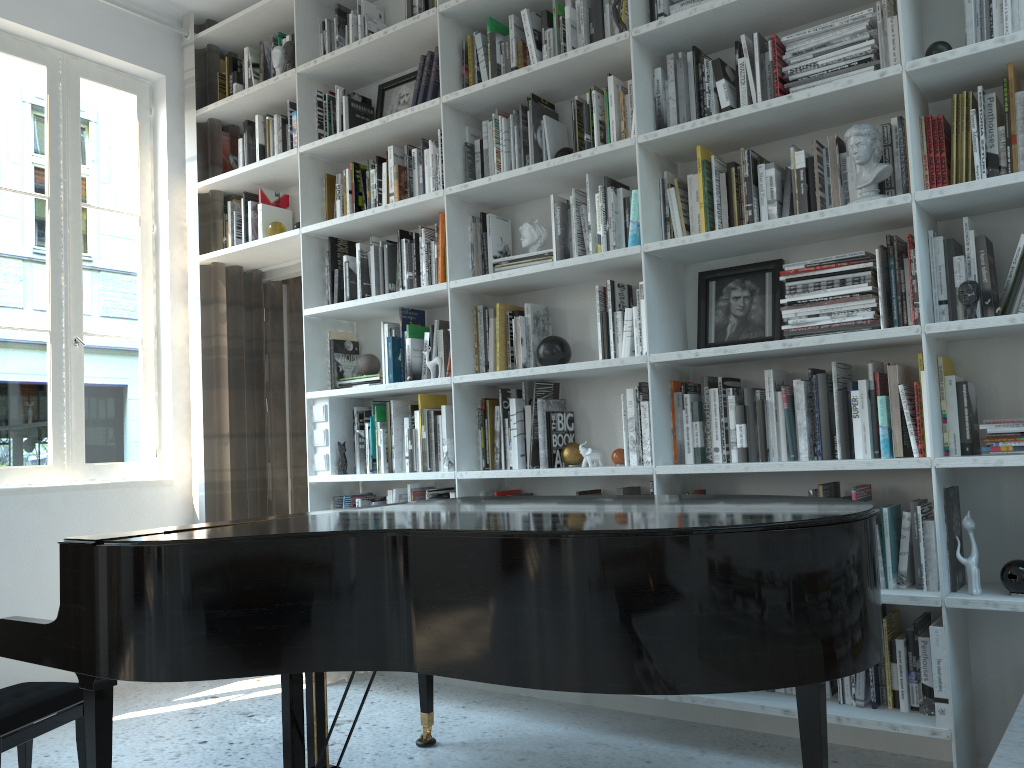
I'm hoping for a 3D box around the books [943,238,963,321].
[{"bbox_3d":[1.292,-0.286,2.580,0.028,0.252,0.142,-5,-5,36],"label":"books"}]

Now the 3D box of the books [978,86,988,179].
[{"bbox_3d":[1.355,-0.682,2.531,0.019,0.294,0.163,-5,-5,36],"label":"books"}]

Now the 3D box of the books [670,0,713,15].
[{"bbox_3d":[0.706,-1.272,3.032,0.285,0.012,0.159,-5,-5,33],"label":"books"}]

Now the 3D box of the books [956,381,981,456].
[{"bbox_3d":[1.317,0.100,2.558,0.030,0.210,0.136,-5,-5,36],"label":"books"}]

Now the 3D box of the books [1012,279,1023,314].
[{"bbox_3d":[1.443,-0.285,2.475,0.095,0.226,0.144,-5,-5,36],"label":"books"}]

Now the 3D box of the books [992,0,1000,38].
[{"bbox_3d":[1.392,-1.009,2.528,0.023,0.207,0.171,-5,-5,36],"label":"books"}]

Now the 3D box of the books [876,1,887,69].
[{"bbox_3d":[1.141,-1.009,2.694,0.012,0.254,0.161,-5,-5,36],"label":"books"}]

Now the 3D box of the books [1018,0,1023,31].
[{"bbox_3d":[1.439,-1.009,2.478,0.027,0.196,0.185,-5,-5,36],"label":"books"}]

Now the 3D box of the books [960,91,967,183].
[{"bbox_3d":[1.313,-0.677,2.558,0.035,0.293,0.145,-5,-5,36],"label":"books"}]

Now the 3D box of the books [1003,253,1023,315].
[{"bbox_3d":[1.420,-0.281,2.483,0.088,0.219,0.138,-5,-5,36],"label":"books"}]

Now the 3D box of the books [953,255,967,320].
[{"bbox_3d":[1.304,-0.259,2.546,0.027,0.192,0.182,-5,-5,36],"label":"books"}]

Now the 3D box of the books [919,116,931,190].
[{"bbox_3d":[1.242,-0.649,2.632,0.014,0.254,0.161,-5,-5,36],"label":"books"}]

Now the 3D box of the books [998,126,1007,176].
[{"bbox_3d":[1.409,-0.628,2.522,0.030,0.181,0.131,-5,-5,36],"label":"books"}]

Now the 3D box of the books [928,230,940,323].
[{"bbox_3d":[1.258,-0.298,2.610,0.012,0.285,0.159,-5,-5,36],"label":"books"}]

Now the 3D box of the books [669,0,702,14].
[{"bbox_3d":[0.703,-1.302,3.030,0.285,0.024,0.159,-6,-6,41],"label":"books"}]

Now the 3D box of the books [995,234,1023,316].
[{"bbox_3d":[1.402,-0.284,2.474,0.095,0.228,0.190,-5,-5,36],"label":"books"}]

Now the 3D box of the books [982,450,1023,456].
[{"bbox_3d":[1.438,0.180,2.385,0.285,0.012,0.159,-6,-6,39],"label":"books"}]

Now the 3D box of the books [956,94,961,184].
[{"bbox_3d":[1.312,-0.676,2.577,0.035,0.293,0.145,-5,-5,36],"label":"books"}]

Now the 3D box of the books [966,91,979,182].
[{"bbox_3d":[1.332,-0.678,2.563,0.035,0.293,0.145,-5,-5,36],"label":"books"}]

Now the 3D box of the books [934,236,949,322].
[{"bbox_3d":[1.273,-0.289,2.599,0.024,0.263,0.154,-5,-5,36],"label":"books"}]

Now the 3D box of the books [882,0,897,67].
[{"bbox_3d":[1.158,-1.042,2.702,0.012,0.318,0.140,-5,-5,36],"label":"books"}]

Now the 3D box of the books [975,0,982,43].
[{"bbox_3d":[1.360,-1.023,2.558,0.024,0.242,0.159,-5,-5,36],"label":"books"}]

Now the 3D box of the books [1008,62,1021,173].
[{"bbox_3d":[1.419,-0.709,2.492,0.021,0.337,0.169,-5,-5,36],"label":"books"}]

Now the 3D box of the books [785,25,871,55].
[{"bbox_3d":[1.016,-1.058,2.796,0.254,0.012,0.161,-6,-6,41],"label":"books"}]

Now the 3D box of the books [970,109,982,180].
[{"bbox_3d":[1.344,-0.649,2.542,0.015,0.231,0.180,-5,-5,36],"label":"books"}]

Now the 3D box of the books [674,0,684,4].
[{"bbox_3d":[0.704,-1.326,3.033,0.254,0.025,0.161,-5,-5,32],"label":"books"}]

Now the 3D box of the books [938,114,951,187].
[{"bbox_3d":[1.288,-0.649,2.614,0.013,0.246,0.176,-5,-5,36],"label":"books"}]

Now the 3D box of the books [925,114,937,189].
[{"bbox_3d":[1.256,-0.651,2.624,0.015,0.255,0.150,-5,-5,36],"label":"books"}]

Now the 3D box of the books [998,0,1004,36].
[{"bbox_3d":[1.401,-1.025,2.515,0.023,0.236,0.178,-5,-5,36],"label":"books"}]

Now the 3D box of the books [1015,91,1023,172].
[{"bbox_3d":[1.438,-0.668,2.481,0.033,0.253,0.174,-5,-5,36],"label":"books"}]

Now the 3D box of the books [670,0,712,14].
[{"bbox_3d":[0.707,-1.284,3.035,0.285,0.012,0.159,-5,-5,34],"label":"books"}]

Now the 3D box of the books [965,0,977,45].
[{"bbox_3d":[1.333,-0.994,2.551,0.028,0.185,0.181,-5,-5,36],"label":"books"}]

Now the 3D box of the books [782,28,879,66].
[{"bbox_3d":[1.022,-1.045,2.802,0.285,0.012,0.159,-6,-5,35],"label":"books"}]

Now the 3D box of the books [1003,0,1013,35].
[{"bbox_3d":[1.401,-1.046,2.489,0.028,0.275,0.187,-5,-5,36],"label":"books"}]

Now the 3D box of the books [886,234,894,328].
[{"bbox_3d":[1.167,-0.295,2.692,0.011,0.299,0.130,-5,-5,36],"label":"books"}]

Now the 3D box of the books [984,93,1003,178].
[{"bbox_3d":[1.385,-0.674,2.538,0.035,0.278,0.139,-5,-5,36],"label":"books"}]

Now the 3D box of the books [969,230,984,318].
[{"bbox_3d":[1.343,-0.297,2.549,0.012,0.265,0.157,-5,-5,36],"label":"books"}]

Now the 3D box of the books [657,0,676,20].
[{"bbox_3d":[0.562,-1.317,3.113,0.021,0.249,0.191,-5,-5,36],"label":"books"}]

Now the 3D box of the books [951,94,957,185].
[{"bbox_3d":[1.295,-0.675,2.576,0.035,0.293,0.145,-5,-5,36],"label":"books"}]

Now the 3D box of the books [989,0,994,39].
[{"bbox_3d":[1.382,-1.042,2.537,0.019,0.275,0.146,-5,-5,36],"label":"books"}]

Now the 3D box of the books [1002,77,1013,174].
[{"bbox_3d":[1.399,-0.687,2.482,0.019,0.293,0.182,-5,-5,36],"label":"books"}]

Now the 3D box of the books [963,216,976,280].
[{"bbox_3d":[1.327,-0.317,2.550,0.013,0.306,0.141,-5,-5,36],"label":"books"}]

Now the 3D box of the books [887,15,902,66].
[{"bbox_3d":[1.176,-0.984,2.683,0.030,0.198,0.172,-5,-5,36],"label":"books"}]

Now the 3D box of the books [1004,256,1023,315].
[{"bbox_3d":[1.419,-0.276,2.467,0.089,0.210,0.176,-5,-5,36],"label":"books"}]

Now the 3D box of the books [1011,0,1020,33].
[{"bbox_3d":[1.422,-1.007,2.486,0.024,0.194,0.173,-5,-5,36],"label":"books"}]

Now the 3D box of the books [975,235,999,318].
[{"bbox_3d":[1.363,-0.290,2.535,0.035,0.248,0.141,-5,-5,36],"label":"books"}]

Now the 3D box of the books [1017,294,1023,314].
[{"bbox_3d":[1.450,-0.279,2.464,0.090,0.212,0.143,-5,-5,36],"label":"books"}]

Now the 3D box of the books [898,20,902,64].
[{"bbox_3d":[1.203,-0.989,2.671,0.030,0.205,0.158,-5,-5,36],"label":"books"}]

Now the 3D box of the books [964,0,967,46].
[{"bbox_3d":[1.334,-1.042,2.579,0.019,0.285,0.159,-5,-5,36],"label":"books"}]

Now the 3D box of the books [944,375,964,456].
[{"bbox_3d":[1.292,0.093,2.573,0.027,0.228,0.141,-5,-5,36],"label":"books"}]

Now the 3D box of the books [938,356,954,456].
[{"bbox_3d":[1.274,0.066,2.587,0.012,0.285,0.159,-5,-5,36],"label":"books"}]

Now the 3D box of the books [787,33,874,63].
[{"bbox_3d":[1.021,-1.033,2.800,0.254,0.012,0.161,-6,-5,38],"label":"books"}]

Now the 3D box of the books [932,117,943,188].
[{"bbox_3d":[1.269,-0.647,2.613,0.014,0.244,0.145,-5,-5,36],"label":"books"}]

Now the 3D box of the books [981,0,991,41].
[{"bbox_3d":[1.370,-1.028,2.544,0.028,0.250,0.164,-5,-5,36],"label":"books"}]

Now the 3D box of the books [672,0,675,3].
[{"bbox_3d":[0.705,-1.350,3.039,0.285,0.024,0.159,-6,-5,38],"label":"books"}]

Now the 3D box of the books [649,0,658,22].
[{"bbox_3d":[0.538,-1.290,3.139,0.027,0.201,0.167,-5,-5,36],"label":"books"}]
